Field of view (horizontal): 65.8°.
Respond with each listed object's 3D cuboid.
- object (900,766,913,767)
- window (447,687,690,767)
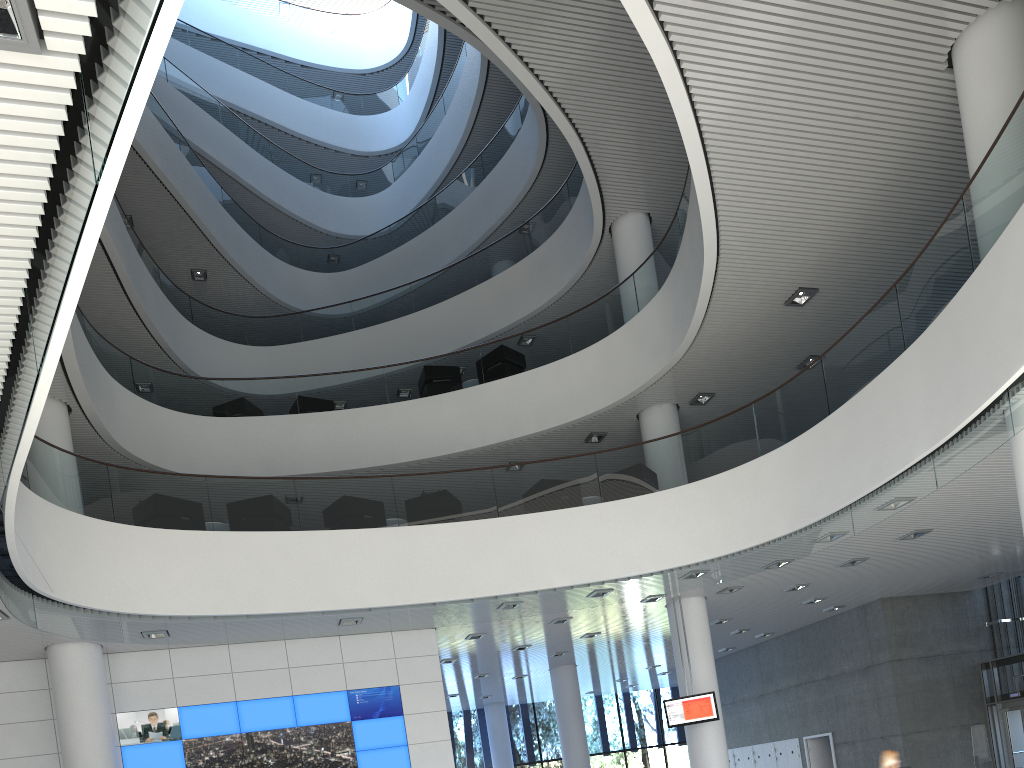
[{"bbox_3d":[4.136,4.079,8.220,0.108,0.204,0.263,-8,-17,-6],"label":"object"},{"bbox_3d":[-0.988,8.258,16.827,17.948,2.853,0.080,1,-3,-18],"label":"window"}]
